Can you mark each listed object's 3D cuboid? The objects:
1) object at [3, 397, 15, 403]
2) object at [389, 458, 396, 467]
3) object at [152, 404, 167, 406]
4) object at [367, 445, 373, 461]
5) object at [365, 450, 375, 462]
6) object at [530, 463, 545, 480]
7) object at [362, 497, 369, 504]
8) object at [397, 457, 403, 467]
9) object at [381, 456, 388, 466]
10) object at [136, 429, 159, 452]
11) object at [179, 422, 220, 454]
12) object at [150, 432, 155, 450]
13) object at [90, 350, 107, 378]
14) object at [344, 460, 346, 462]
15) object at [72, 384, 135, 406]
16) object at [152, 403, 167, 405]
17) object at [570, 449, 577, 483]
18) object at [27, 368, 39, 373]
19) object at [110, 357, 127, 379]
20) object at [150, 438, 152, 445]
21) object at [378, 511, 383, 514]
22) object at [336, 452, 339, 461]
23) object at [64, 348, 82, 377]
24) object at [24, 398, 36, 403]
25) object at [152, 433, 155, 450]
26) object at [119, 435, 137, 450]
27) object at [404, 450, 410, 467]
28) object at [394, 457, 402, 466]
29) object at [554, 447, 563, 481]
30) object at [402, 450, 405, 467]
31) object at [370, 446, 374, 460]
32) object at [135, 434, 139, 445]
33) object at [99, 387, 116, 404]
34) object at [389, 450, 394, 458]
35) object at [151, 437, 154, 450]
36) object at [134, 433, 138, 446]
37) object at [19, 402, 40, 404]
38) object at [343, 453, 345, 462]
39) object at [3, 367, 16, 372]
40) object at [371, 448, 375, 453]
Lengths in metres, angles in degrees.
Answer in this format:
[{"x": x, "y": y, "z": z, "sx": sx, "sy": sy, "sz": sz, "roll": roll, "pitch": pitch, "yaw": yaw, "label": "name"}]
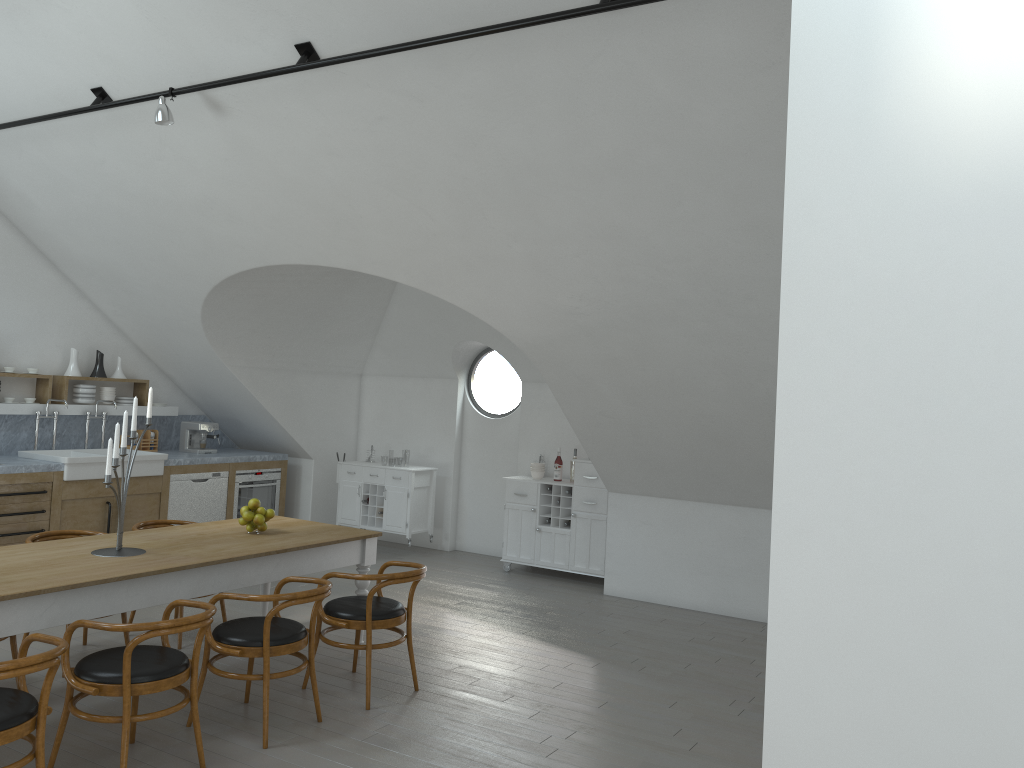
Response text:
[{"x": -4.467, "y": 0.145, "z": 7.867, "sx": 0.098, "sy": 0.049, "sz": 0.098, "roll": 2, "pitch": -1, "yaw": 28, "label": "object"}, {"x": -1.281, "y": 0.839, "z": 9.480, "sx": 0.077, "sy": 0.085, "sz": 0.077, "roll": 2, "pitch": -2, "yaw": 18, "label": "object"}, {"x": -3.677, "y": 0.224, "z": 9.171, "sx": 0.213, "sy": 0.025, "sz": 0.213, "roll": 3, "pitch": -1, "yaw": 18, "label": "object"}, {"x": -1.582, "y": 0.771, "z": 9.900, "sx": 0.039, "sy": 0.175, "sz": 0.054, "roll": 2, "pitch": -3, "yaw": 31, "label": "object"}, {"x": -1.578, "y": 0.807, "z": 9.889, "sx": 0.101, "sy": 0.138, "sz": 0.066, "roll": 2, "pitch": -2, "yaw": 31, "label": "object"}, {"x": 0.253, "y": 0.864, "z": 8.793, "sx": 0.157, "sy": 0.160, "sz": 0.154, "roll": 4, "pitch": -2, "yaw": -31, "label": "object"}, {"x": -1.504, "y": 1.256, "z": 9.534, "sx": 0.082, "sy": 0.085, "sz": 0.317, "roll": 2, "pitch": -1, "yaw": 32, "label": "object"}, {"x": -1.198, "y": 0.837, "z": 9.471, "sx": 0.071, "sy": 0.099, "sz": 0.071, "roll": 4, "pitch": -2, "yaw": -36, "label": "object"}, {"x": -1.366, "y": 0.825, "z": 9.489, "sx": 0.082, "sy": 0.105, "sz": 0.081, "roll": 1, "pitch": -3, "yaw": 44, "label": "object"}, {"x": -3.725, "y": 0.577, "z": 9.041, "sx": 0.104, "sy": 0.223, "sz": 0.200, "roll": 2, "pitch": -2, "yaw": 31, "label": "object"}, {"x": -3.216, "y": 0.564, "z": 9.273, "sx": 0.387, "sy": 0.321, "sz": 0.324, "roll": 2, "pitch": -2, "yaw": 31, "label": "object"}, {"x": -3.674, "y": 0.587, "z": 9.050, "sx": 0.040, "sy": 0.192, "sz": 0.042, "roll": 3, "pitch": -2, "yaw": -9, "label": "object"}, {"x": -4.007, "y": -0.196, "z": 8.609, "sx": 0.156, "sy": 0.268, "sz": 0.156, "roll": 2, "pitch": -2, "yaw": 35, "label": "object"}, {"x": -1.851, "y": 0.954, "z": 9.791, "sx": 0.038, "sy": 0.262, "sz": 0.038, "roll": 4, "pitch": -3, "yaw": -26, "label": "object"}, {"x": -3.968, "y": 0.112, "z": 8.659, "sx": 0.198, "sy": 0.196, "sz": 0.656, "roll": 2, "pitch": -1, "yaw": 30, "label": "object"}, {"x": -3.677, "y": 0.215, "z": 9.172, "sx": 0.213, "sy": 0.025, "sz": 0.213, "roll": 3, "pitch": -1, "yaw": 18, "label": "object"}, {"x": 0.609, "y": 0.794, "z": 8.609, "sx": 0.085, "sy": 0.331, "sz": 0.085, "roll": 3, "pitch": -2, "yaw": -10, "label": "object"}, {"x": -4.351, "y": -0.116, "z": 8.049, "sx": 0.098, "sy": 0.049, "sz": 0.098, "roll": 2, "pitch": -1, "yaw": 28, "label": "object"}, {"x": -3.902, "y": -0.163, "z": 8.806, "sx": 0.156, "sy": 0.219, "sz": 0.156, "roll": 3, "pitch": -2, "yaw": 12, "label": "object"}, {"x": -3.696, "y": 0.589, "z": 9.071, "sx": 0.023, "sy": 0.196, "sz": 0.018, "roll": 1, "pitch": -3, "yaw": 38, "label": "object"}, {"x": -1.319, "y": 1.367, "z": 9.460, "sx": 0.082, "sy": 0.083, "sz": 0.316, "roll": 2, "pitch": -1, "yaw": 30, "label": "object"}, {"x": -1.903, "y": 0.890, "z": 9.793, "sx": 0.088, "sy": 0.269, "sz": 0.029, "roll": 3, "pitch": -2, "yaw": 4, "label": "object"}, {"x": -4.144, "y": -0.206, "z": 8.385, "sx": 0.156, "sy": 0.268, "sz": 0.156, "roll": 2, "pitch": -2, "yaw": 20, "label": "object"}, {"x": -4.369, "y": 0.152, "z": 8.032, "sx": 0.098, "sy": 0.049, "sz": 0.098, "roll": 2, "pitch": -1, "yaw": 28, "label": "object"}, {"x": -3.674, "y": 0.591, "z": 9.077, "sx": 0.019, "sy": 0.196, "sz": 0.022, "roll": 1, "pitch": -3, "yaw": 32, "label": "object"}, {"x": -3.830, "y": 0.594, "z": 8.844, "sx": 0.100, "sy": 0.171, "sz": 0.172, "roll": 2, "pitch": -2, "yaw": 33, "label": "object"}, {"x": -1.124, "y": 0.797, "z": 9.475, "sx": 0.063, "sy": 0.187, "sz": 0.063, "roll": 2, "pitch": -2, "yaw": 16, "label": "object"}, {"x": -1.230, "y": 0.839, "z": 9.557, "sx": 0.094, "sy": 0.093, "sz": 0.093, "roll": 2, "pitch": -2, "yaw": 18, "label": "object"}, {"x": 0.457, "y": 0.788, "z": 8.707, "sx": 0.081, "sy": 0.330, "sz": 0.081, "roll": 2, "pitch": -3, "yaw": 27, "label": "object"}, {"x": -1.156, "y": 0.800, "z": 9.530, "sx": 0.054, "sy": 0.179, "sz": 0.054, "roll": 3, "pitch": -2, "yaw": 8, "label": "object"}, {"x": -1.562, "y": 0.774, "z": 9.871, "sx": 0.039, "sy": 0.164, "sz": 0.024, "roll": 1, "pitch": -3, "yaw": 44, "label": "object"}, {"x": -3.762, "y": 0.593, "z": 8.874, "sx": 0.044, "sy": 0.179, "sz": 0.019, "roll": 2, "pitch": -3, "yaw": 16, "label": "object"}, {"x": -3.947, "y": 0.110, "z": 8.648, "sx": 0.157, "sy": 0.160, "sz": 0.154, "roll": 4, "pitch": -2, "yaw": -31, "label": "object"}, {"x": -1.302, "y": 0.797, "z": 9.543, "sx": 0.048, "sy": 0.169, "sz": 0.048, "roll": 2, "pitch": -2, "yaw": 18, "label": "object"}, {"x": -3.675, "y": 0.590, "z": 9.066, "sx": 0.018, "sy": 0.196, "sz": 0.020, "roll": 5, "pitch": -3, "yaw": -37, "label": "object"}, {"x": -3.761, "y": 0.580, "z": 8.861, "sx": 0.040, "sy": 0.192, "sz": 0.042, "roll": 4, "pitch": -3, "yaw": -23, "label": "object"}, {"x": -4.370, "y": 0.175, "z": 8.031, "sx": 0.163, "sy": 0.012, "sz": 0.164, "roll": 4, "pitch": -1, "yaw": -42, "label": "object"}, {"x": -1.856, "y": 0.892, "z": 9.765, "sx": 0.029, "sy": 0.269, "sz": 0.088, "roll": 5, "pitch": -3, "yaw": -33, "label": "object"}, {"x": -4.461, "y": -0.124, "z": 7.865, "sx": 0.098, "sy": 0.049, "sz": 0.098, "roll": 2, "pitch": -1, "yaw": 28, "label": "object"}, {"x": -1.572, "y": 0.787, "z": 9.896, "sx": 0.097, "sy": 0.137, "sz": 0.029, "roll": 2, "pitch": -3, "yaw": 34, "label": "object"}]
